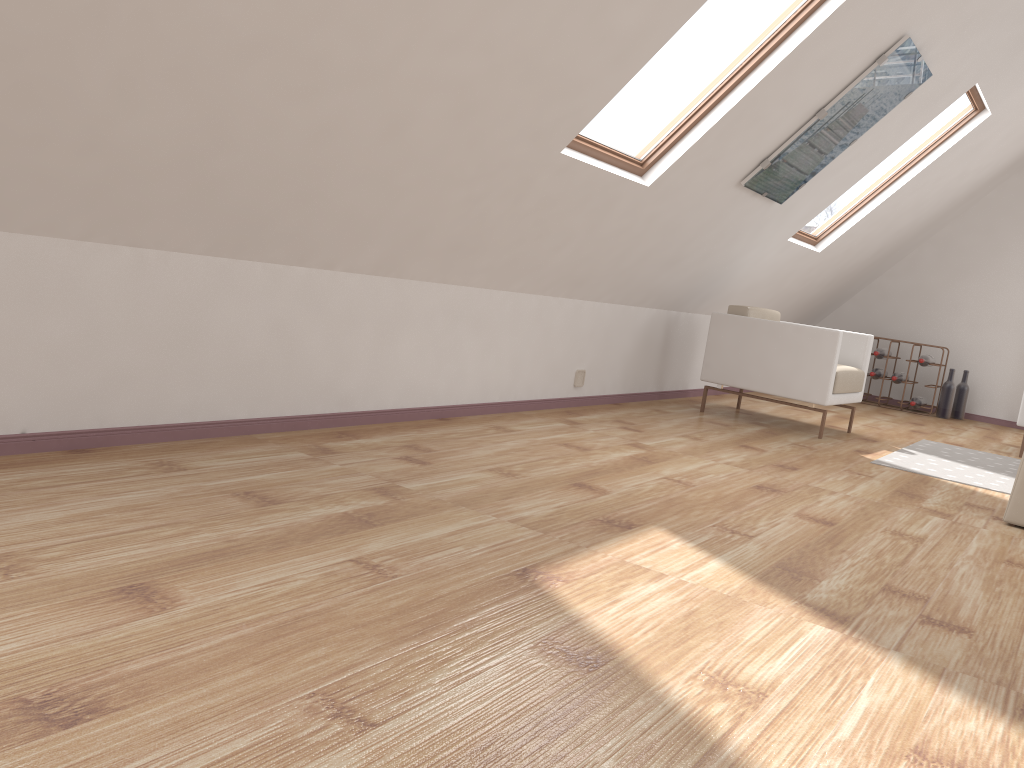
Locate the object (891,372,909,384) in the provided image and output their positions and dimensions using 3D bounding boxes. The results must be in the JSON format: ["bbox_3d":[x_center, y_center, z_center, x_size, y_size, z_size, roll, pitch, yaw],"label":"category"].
[{"bbox_3d":[3.451,-0.053,7.916,0.109,0.109,0.435,13,8,33],"label":"object"}]

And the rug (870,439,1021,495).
[{"bbox_3d":[3.430,0.649,4.458,2.800,0.007,1.600,13,8,33],"label":"rug"}]

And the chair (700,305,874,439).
[{"bbox_3d":[1.746,-0.100,5.622,0.820,0.706,0.748,13,9,35],"label":"chair"}]

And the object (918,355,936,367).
[{"bbox_3d":[3.633,-0.203,7.794,0.109,0.109,0.435,13,8,33],"label":"object"}]

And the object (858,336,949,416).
[{"bbox_3d":[3.405,-0.098,7.997,0.854,0.608,0.417,13,8,33],"label":"object"}]

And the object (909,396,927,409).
[{"bbox_3d":[3.578,0.166,7.837,0.109,0.109,0.435,13,8,33],"label":"object"}]

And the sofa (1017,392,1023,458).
[{"bbox_3d":[4.255,0.286,5.507,1.880,0.706,0.820,13,8,33],"label":"sofa"}]

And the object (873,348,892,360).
[{"bbox_3d":[3.326,-0.274,7.996,0.109,0.109,0.435,13,8,33],"label":"object"}]

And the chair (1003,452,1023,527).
[{"bbox_3d":[2.293,0.400,3.496,0.506,0.394,0.506,14,9,37],"label":"chair"}]

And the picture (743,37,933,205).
[{"bbox_3d":[1.712,-1.332,4.648,0.683,0.738,0.650,13,8,33],"label":"picture"}]

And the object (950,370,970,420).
[{"bbox_3d":[3.962,0.097,7.815,0.115,0.443,0.120,12,8,27],"label":"object"}]

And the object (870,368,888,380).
[{"bbox_3d":[3.300,-0.092,8.016,0.109,0.109,0.435,13,8,33],"label":"object"}]

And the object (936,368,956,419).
[{"bbox_3d":[3.777,0.085,7.687,0.115,0.443,0.120,12,8,27],"label":"object"}]
